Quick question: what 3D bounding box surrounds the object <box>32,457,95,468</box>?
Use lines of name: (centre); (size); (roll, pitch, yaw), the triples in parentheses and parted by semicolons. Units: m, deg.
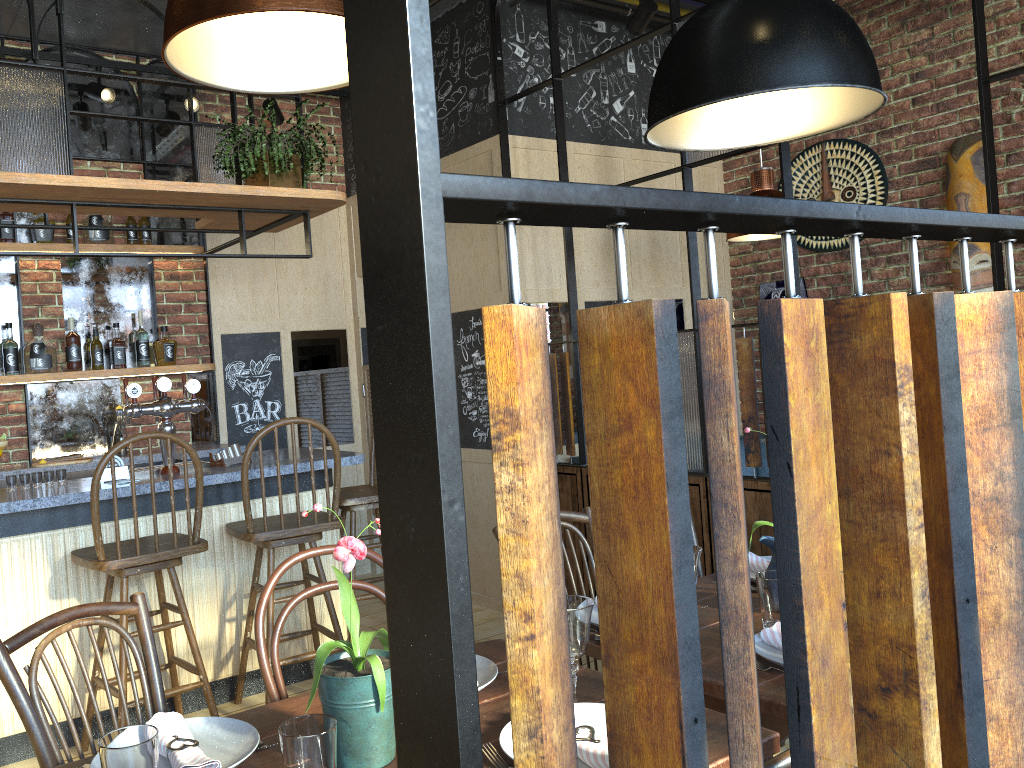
object: (-2.423, 0.420, 4.762); (0.305, 0.019, 0.246); (-5, 2, -27)

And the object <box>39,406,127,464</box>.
object: (-2.350, 0.278, 4.849); (0.470, 0.288, 0.092); (-5, 0, -35)

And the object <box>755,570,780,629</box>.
object: (0.575, 0.472, 1.906); (0.088, 0.119, 0.080); (-4, 0, 36)

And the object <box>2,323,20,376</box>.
object: (-2.678, -0.185, 4.705); (0.072, 0.284, 0.079); (-4, 0, -35)

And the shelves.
shelves: (-2.768, -0.376, 4.913); (2.027, 0.746, 0.631); (-5, 1, -36)

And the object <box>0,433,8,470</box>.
object: (-2.696, 0.354, 4.625); (0.104, 0.197, 0.107); (-4, 0, -8)

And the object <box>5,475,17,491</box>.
object: (-2.026, 0.401, 3.567); (0.044, 0.059, 0.040); (-4, 0, 43)

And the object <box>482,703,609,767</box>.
object: (0.128, 0.553, 1.401); (0.311, 0.051, 0.281); (-5, 2, -33)

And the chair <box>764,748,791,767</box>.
chair: (0.232, 0.842, 1.175); (0.389, 0.915, 0.543); (-4, 0, -32)

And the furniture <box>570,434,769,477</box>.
furniture: (1.330, 0.726, 4.480); (1.427, 0.822, 1.507); (-5, 1, -36)

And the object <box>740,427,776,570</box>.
object: (0.653, 0.309, 2.042); (0.213, 0.431, 0.140); (-4, 0, -17)

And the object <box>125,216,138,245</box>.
object: (-2.208, -0.927, 5.102); (0.063, 0.263, 0.069); (-4, 0, -43)

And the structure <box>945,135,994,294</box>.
structure: (2.233, -0.658, 4.292); (0.089, 1.120, 0.242); (-4, 0, -37)

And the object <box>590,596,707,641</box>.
object: (0.276, 0.526, 2.042); (0.311, 0.051, 0.281); (-5, 2, -33)

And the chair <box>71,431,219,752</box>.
chair: (-1.386, 0.772, 3.305); (0.415, 1.195, 0.431); (-4, 0, -42)

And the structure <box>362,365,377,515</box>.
structure: (-1.823, 0.493, 3.623); (1.319, 0.994, 4.806); (-4, 1, 27)

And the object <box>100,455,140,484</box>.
object: (-1.857, 0.369, 3.436); (0.734, 0.106, 0.209); (-5, 1, -36)

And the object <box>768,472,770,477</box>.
object: (1.288, 0.484, 4.261); (0.087, 0.119, 0.081); (-4, 0, 23)

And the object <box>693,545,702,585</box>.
object: (0.368, 0.452, 1.907); (0.096, 0.192, 0.100); (-4, 0, -16)

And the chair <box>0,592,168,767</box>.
chair: (-0.635, 0.894, 1.643); (0.542, 0.915, 0.389); (-4, 0, 29)

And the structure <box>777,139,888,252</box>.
structure: (1.760, -1.047, 4.907); (0.075, 0.619, 0.692); (-4, 0, -39)

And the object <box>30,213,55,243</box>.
object: (-2.574, -0.894, 4.827); (0.112, 0.265, 0.122); (-4, 0, -35)

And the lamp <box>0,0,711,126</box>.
lamp: (-0.615, -1.714, 2.174); (6.914, 0.274, 6.540); (-5, 2, -36)

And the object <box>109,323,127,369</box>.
object: (-2.237, -0.214, 4.997); (0.074, 0.263, 0.082); (-4, 0, -35)

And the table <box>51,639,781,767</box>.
table: (-0.175, 0.964, 1.420); (0.986, 0.727, 0.760); (-5, 1, -36)

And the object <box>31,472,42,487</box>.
object: (-1.959, 0.394, 3.636); (0.044, 0.059, 0.040); (-4, 0, 43)

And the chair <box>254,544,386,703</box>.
chair: (-0.325, 0.863, 1.967); (0.426, 0.921, 0.565); (-4, 0, -20)

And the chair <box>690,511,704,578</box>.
chair: (0.572, 0.782, 2.550); (0.389, 0.915, 0.543); (-4, 0, -32)

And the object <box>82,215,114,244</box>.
object: (-2.349, -0.924, 4.990); (0.163, 0.283, 0.127); (-4, 0, -22)

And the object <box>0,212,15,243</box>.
object: (-2.719, -0.879, 4.731); (0.074, 0.263, 0.082); (-4, 0, -35)

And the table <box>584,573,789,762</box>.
table: (0.705, 0.883, 2.047); (0.986, 0.727, 0.760); (-5, 1, -36)

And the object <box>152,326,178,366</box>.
object: (-2.021, -0.220, 5.136); (0.093, 0.235, 0.137); (-4, 0, 39)

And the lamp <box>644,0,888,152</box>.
lamp: (0.532, -1.270, 2.062); (0.512, 1.326, 0.546); (-4, 0, -24)

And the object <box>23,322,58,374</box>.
object: (-2.555, -0.195, 4.765); (0.163, 0.283, 0.127); (-4, 0, -22)

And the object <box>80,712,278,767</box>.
object: (-0.568, 0.603, 1.446); (0.311, 0.051, 0.281); (-5, 2, -33)

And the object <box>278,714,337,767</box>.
object: (-0.291, 0.551, 1.271); (0.086, 0.119, 0.082); (-4, 0, 16)

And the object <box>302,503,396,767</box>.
object: (-0.261, 0.393, 1.439); (0.147, 0.426, 0.202); (-4, 0, -4)

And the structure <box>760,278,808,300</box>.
structure: (1.593, -0.330, 5.173); (0.109, 0.559, 0.338); (-4, 0, -37)

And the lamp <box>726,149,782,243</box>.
lamp: (1.162, -1.366, 4.193); (0.351, 1.335, 0.385); (-4, 0, -44)

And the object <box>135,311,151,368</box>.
object: (-2.139, -0.257, 5.094); (0.074, 0.329, 0.077); (-4, 0, -13)

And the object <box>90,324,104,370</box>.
object: (-2.327, -0.207, 4.936); (0.069, 0.263, 0.063); (-4, 0, 35)

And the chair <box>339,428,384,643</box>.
chair: (-0.728, 0.696, 4.402); (0.397, 1.195, 0.451); (-4, 0, -27)

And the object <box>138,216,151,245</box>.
object: (-2.148, -0.933, 5.145); (0.069, 0.263, 0.063); (-4, 0, 41)

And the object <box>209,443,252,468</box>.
object: (-1.267, 0.319, 3.965); (0.094, 0.091, 0.171); (-4, 1, 28)

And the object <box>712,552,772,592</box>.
object: (0.697, 0.487, 2.336); (0.311, 0.051, 0.281); (-5, 2, -33)

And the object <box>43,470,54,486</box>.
object: (-1.918, 0.390, 3.654); (0.044, 0.059, 0.040); (-4, 0, 43)

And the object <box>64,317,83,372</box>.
object: (-2.431, -0.217, 4.878); (0.084, 0.303, 0.088); (-4, 0, -17)

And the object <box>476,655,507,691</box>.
object: (-0.177, 0.567, 1.718); (0.311, 0.051, 0.281); (-5, 2, -33)

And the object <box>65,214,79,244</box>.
object: (-2.462, -0.904, 4.921); (0.063, 0.263, 0.069); (-4, 0, -37)

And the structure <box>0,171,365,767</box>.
structure: (-2.093, 0.311, 4.092); (2.238, 2.174, 1.817); (-5, 1, -36)

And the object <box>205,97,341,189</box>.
object: (-1.023, -1.040, 3.956); (0.632, 0.369, 0.478); (-4, 1, 32)

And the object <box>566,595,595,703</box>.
object: (0.104, 0.480, 1.554); (0.096, 0.192, 0.100); (-4, 0, -16)

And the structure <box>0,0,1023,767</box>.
structure: (-0.994, -0.299, 2.339); (6.307, 3.326, 5.585); (-3, 1, 37)

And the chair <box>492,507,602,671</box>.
chair: (0.278, 0.810, 2.279); (0.387, 0.915, 0.544); (-4, 0, -37)

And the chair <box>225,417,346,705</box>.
chair: (-0.926, 0.730, 3.633); (0.417, 1.195, 0.429); (-4, 0, -32)

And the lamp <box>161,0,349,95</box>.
lamp: (-0.409, -1.179, 1.394); (0.382, 1.335, 0.354); (-4, 0, 26)

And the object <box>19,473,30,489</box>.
object: (-1.987, 0.397, 3.595); (0.044, 0.059, 0.040); (-4, 0, 43)

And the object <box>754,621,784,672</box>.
object: (0.621, 0.508, 1.733); (0.311, 0.051, 0.281); (-5, 2, -33)

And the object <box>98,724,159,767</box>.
object: (-0.553, 0.571, 1.280); (0.088, 0.119, 0.081); (-4, 0, 30)

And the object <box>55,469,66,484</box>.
object: (-1.882, 0.387, 3.680); (0.040, 0.059, 0.043); (-4, 0, -26)
